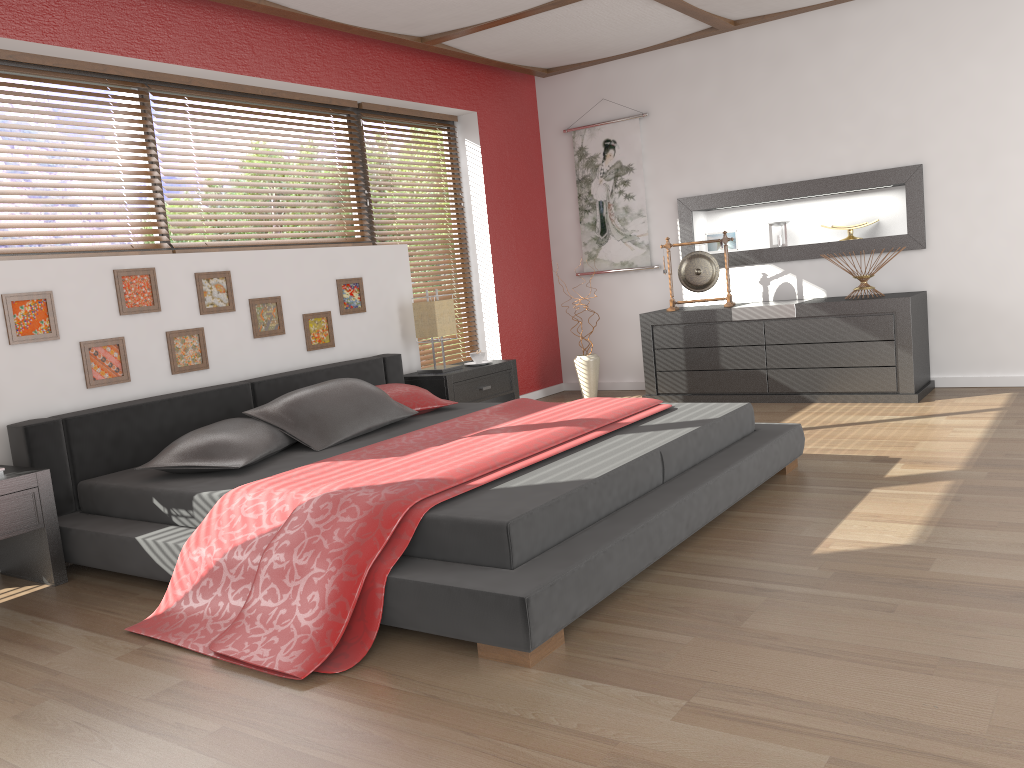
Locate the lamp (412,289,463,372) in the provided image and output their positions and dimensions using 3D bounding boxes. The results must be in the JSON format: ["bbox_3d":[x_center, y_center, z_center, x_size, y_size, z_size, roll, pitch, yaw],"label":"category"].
[{"bbox_3d":[-0.456,-0.328,5.318,0.200,0.480,0.200,-1,8,35],"label":"lamp"}]

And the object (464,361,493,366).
[{"bbox_3d":[-0.208,-0.128,5.502,0.179,0.012,0.179,-10,8,-29],"label":"object"}]

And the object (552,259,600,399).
[{"bbox_3d":[0.485,-0.394,6.382,0.364,1.035,0.422,-4,7,10],"label":"object"}]

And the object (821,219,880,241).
[{"bbox_3d":[2.209,-0.998,5.790,0.350,0.116,0.181,-2,8,25],"label":"object"}]

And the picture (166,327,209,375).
[{"bbox_3d":[-1.519,-0.156,4.157,0.010,0.200,0.200,-1,8,35],"label":"picture"}]

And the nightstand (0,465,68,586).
[{"bbox_3d":[-1.995,0.570,3.036,0.413,0.423,0.700,-1,8,35],"label":"nightstand"}]

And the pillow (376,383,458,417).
[{"bbox_3d":[-0.683,0.103,4.425,0.745,0.172,0.418,-11,8,-35],"label":"pillow"}]

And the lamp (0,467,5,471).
[{"bbox_3d":[-1.983,0.090,3.133,0.200,0.480,0.200,-1,8,35],"label":"lamp"}]

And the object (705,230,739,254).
[{"bbox_3d":[1.483,-1.006,6.275,0.226,0.146,0.041,-4,7,15],"label":"object"}]

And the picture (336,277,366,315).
[{"bbox_3d":[-0.911,-0.499,5.030,0.010,0.200,0.200,-1,8,35],"label":"picture"}]

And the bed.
[{"bbox_3d":[-0.422,0.274,3.542,2.413,0.577,2.469,-1,8,35],"label":"bed"}]

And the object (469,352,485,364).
[{"bbox_3d":[-0.211,-0.160,5.498,0.099,0.069,0.099,-10,8,-29],"label":"object"}]

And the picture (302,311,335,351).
[{"bbox_3d":[-1.050,-0.289,4.827,0.010,0.200,0.200,-1,8,35],"label":"picture"}]

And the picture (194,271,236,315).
[{"bbox_3d":[-1.433,-0.442,4.285,0.010,0.200,0.200,-1,8,35],"label":"picture"}]

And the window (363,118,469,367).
[{"bbox_3d":[-0.633,-0.836,6.050,0.020,1.893,0.889,-1,8,35],"label":"window"}]

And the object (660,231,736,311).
[{"bbox_3d":[1.249,-0.756,5.940,0.490,0.498,0.173,-3,7,20],"label":"object"}]

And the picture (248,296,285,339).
[{"bbox_3d":[-1.253,-0.343,4.540,0.010,0.200,0.200,-1,8,35],"label":"picture"}]

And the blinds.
[{"bbox_3d":[-1.678,-0.499,4.434,0.032,1.952,4.840,-1,8,35],"label":"blinds"}]

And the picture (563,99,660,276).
[{"bbox_3d":[0.724,-1.460,6.562,0.701,1.270,0.028,-1,8,35],"label":"picture"}]

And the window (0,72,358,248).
[{"bbox_3d":[-1.789,-1.070,4.406,0.020,0.786,2.817,-1,8,35],"label":"window"}]

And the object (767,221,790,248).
[{"bbox_3d":[1.832,-1.023,6.069,0.159,0.171,0.159,-6,7,-6],"label":"object"}]

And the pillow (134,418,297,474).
[{"bbox_3d":[-1.155,0.243,3.656,0.418,0.172,0.745,-4,7,10],"label":"pillow"}]

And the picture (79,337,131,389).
[{"bbox_3d":[-1.751,-0.094,3.824,0.010,0.200,0.200,-1,8,35],"label":"picture"}]

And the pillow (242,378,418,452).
[{"bbox_3d":[-0.800,0.112,4.016,0.386,0.241,0.744,-2,8,31],"label":"pillow"}]

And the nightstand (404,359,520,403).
[{"bbox_3d":[-0.310,0.109,5.447,0.413,0.423,0.700,-1,8,35],"label":"nightstand"}]

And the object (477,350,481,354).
[{"bbox_3d":[-0.203,-0.197,5.481,0.007,0.007,0.192,-5,7,5],"label":"object"}]

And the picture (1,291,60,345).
[{"bbox_3d":[-1.934,-0.268,3.567,0.010,0.200,0.200,-1,8,35],"label":"picture"}]

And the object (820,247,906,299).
[{"bbox_3d":[2.125,-0.665,5.361,0.481,0.282,0.481,-6,7,2],"label":"object"}]

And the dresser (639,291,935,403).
[{"bbox_3d":[1.726,-0.223,5.738,1.740,0.608,0.540,-1,8,35],"label":"dresser"}]

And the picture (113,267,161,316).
[{"bbox_3d":[-1.667,-0.414,3.950,0.010,0.200,0.200,-1,8,35],"label":"picture"}]

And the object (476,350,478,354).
[{"bbox_3d":[-0.217,-0.198,5.500,0.007,0.007,0.192,-6,7,0],"label":"object"}]
